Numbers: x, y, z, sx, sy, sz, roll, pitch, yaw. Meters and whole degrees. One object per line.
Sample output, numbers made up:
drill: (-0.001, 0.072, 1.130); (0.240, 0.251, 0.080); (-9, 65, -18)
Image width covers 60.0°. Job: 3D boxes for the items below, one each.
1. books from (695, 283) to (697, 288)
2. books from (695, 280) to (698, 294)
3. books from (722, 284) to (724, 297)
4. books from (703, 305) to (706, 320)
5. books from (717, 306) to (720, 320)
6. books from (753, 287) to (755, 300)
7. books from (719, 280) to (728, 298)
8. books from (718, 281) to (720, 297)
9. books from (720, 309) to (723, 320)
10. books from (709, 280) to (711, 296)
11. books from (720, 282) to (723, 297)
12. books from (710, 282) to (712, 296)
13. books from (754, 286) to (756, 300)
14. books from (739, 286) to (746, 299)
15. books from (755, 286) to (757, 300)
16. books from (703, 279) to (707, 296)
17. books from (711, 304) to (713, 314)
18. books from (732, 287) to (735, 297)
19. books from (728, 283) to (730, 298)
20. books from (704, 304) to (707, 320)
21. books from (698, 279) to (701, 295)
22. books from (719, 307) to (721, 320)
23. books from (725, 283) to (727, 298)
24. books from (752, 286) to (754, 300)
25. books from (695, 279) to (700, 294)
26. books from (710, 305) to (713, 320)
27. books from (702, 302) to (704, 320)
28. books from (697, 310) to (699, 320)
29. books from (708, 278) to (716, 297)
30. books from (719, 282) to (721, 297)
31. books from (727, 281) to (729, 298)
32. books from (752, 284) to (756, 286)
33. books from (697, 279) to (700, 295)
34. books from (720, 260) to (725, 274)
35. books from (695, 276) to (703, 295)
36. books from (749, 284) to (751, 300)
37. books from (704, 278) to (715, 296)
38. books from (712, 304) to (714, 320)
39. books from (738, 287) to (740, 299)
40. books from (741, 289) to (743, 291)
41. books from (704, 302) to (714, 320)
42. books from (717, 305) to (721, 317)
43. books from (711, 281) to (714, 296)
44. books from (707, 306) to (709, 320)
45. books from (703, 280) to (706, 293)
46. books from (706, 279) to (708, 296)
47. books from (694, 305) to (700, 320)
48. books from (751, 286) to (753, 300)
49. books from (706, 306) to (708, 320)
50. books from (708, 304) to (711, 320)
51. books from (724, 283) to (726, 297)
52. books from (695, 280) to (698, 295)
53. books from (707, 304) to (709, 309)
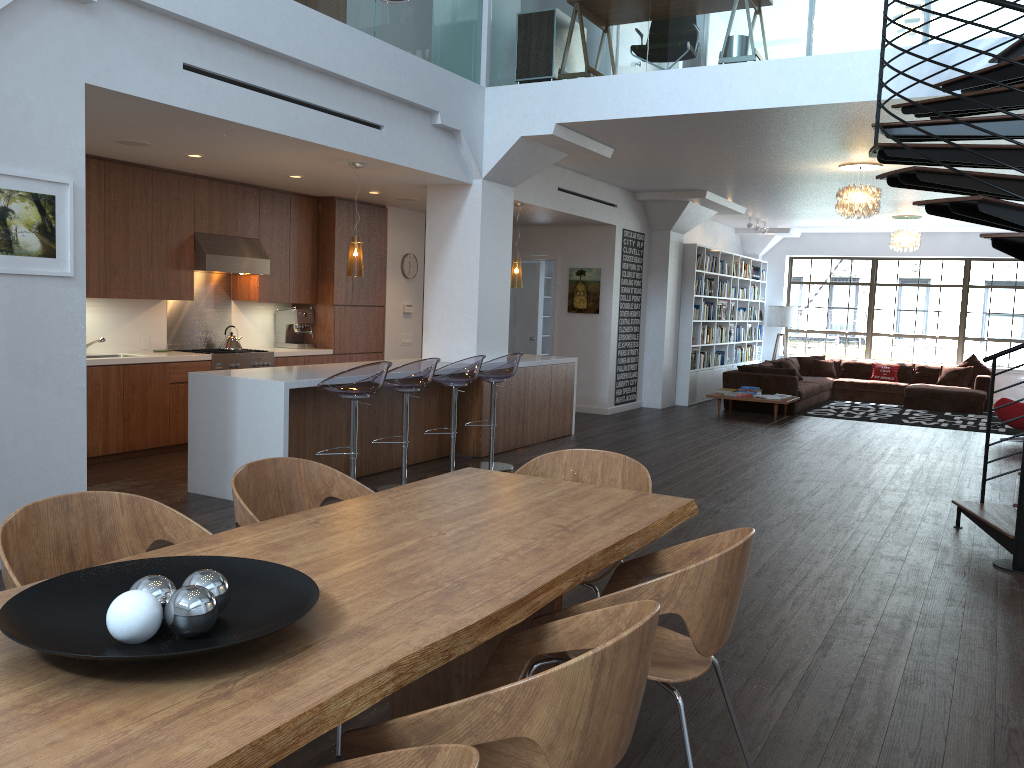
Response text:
books: (2.660, -1.426, 13.262); (0.161, 0.182, 0.170); (5, 6, 29)
books: (2.694, -1.449, 13.331); (0.161, 0.218, 0.101); (5, 6, 29)
books: (3.400, -1.541, 14.603); (0.161, 0.223, 0.026); (5, 6, 29)
books: (2.922, -1.115, 13.802); (0.174, 0.239, 0.045); (5, 6, 29)
books: (3.290, -1.161, 14.464); (0.174, 0.240, 0.054); (5, 6, 29)
books: (4.384, -1.673, 16.392); (0.174, 0.240, 0.045); (5, 6, 28)
books: (3.503, -1.588, 14.798); (0.176, 0.290, 0.053); (5, 6, 29)
books: (3.272, -1.538, 14.358); (0.182, 0.253, 0.034); (5, 6, 29)
books: (3.403, -1.158, 14.669); (0.161, 0.207, 0.135); (5, 6, 28)
books: (3.036, -1.513, 13.977); (0.183, 0.253, 0.042); (5, 6, 29)
books: (3.351, -1.549, 14.512); (0.182, 0.253, 0.034); (5, 6, 29)
books: (3.066, -1.499, 14.003); (0.161, 0.223, 0.032); (5, 6, 29)
books: (4.413, -1.681, 16.421); (0.183, 0.253, 0.034); (5, 6, 28)
books: (4.134, -1.637, 15.940); (0.140, 0.231, 0.042); (5, 6, 29)
books: (4.446, -1.689, 16.497); (0.180, 0.259, 0.060); (5, 6, 28)
books: (2.925, -1.498, 13.766); (0.183, 0.253, 0.042); (5, 6, 29)
books: (3.107, -1.145, 14.143); (0.182, 0.253, 0.034); (5, 6, 29)
books: (3.756, -1.568, 15.247); (0.139, 0.191, 0.036); (5, 6, 29)
books: (3.576, -1.576, 14.912); (0.159, 0.250, 0.026); (5, 6, 29)
books: (2.944, -1.121, 13.848); (0.170, 0.245, 0.057); (5, 6, 29)
books: (2.767, -1.470, 13.455); (0.174, 0.242, 0.105); (5, 6, 29)
books: (3.330, -1.157, 14.529); (0.161, 0.223, 0.032); (5, 6, 29)
books: (3.470, -1.558, 14.731); (0.174, 0.239, 0.045); (5, 6, 29)
books: (4.333, -1.671, 16.281); (0.183, 0.253, 0.034); (5, 6, 28)
books: (2.730, -1.461, 13.381); (0.172, 0.235, 0.112); (5, 6, 29)
books: (3.094, -1.136, 14.105); (0.174, 0.239, 0.045); (5, 6, 29)
books: (2.848, -1.129, 13.685); (0.197, 0.283, 0.065); (5, 6, 29)
books: (2.782, -1.054, 13.504); (0.106, 0.162, 0.032); (5, 6, 29)
books: (3.179, -1.547, 14.214); (0.176, 0.291, 0.053); (5, 6, 29)
books: (3.304, -1.537, 14.424); (0.174, 0.239, 0.045); (5, 6, 29)
books: (3.529, -1.589, 14.853); (0.197, 0.283, 0.065); (5, 6, 29)
books: (4.422, -1.702, 16.454); (0.176, 0.290, 0.036); (5, 6, 28)
books: (2.741, -1.467, 13.424); (0.172, 0.239, 0.093); (5, 6, 29)
books: (3.420, -1.915, 14.589); (0.140, 0.231, 0.042); (5, 6, 29)
books: (2.813, -1.498, 13.516); (0.176, 0.290, 0.053); (5, 6, 29)
books: (4.232, -1.676, 16.122); (0.198, 0.284, 0.066); (5, 6, 28)
books: (3.139, -1.542, 14.177); (0.198, 0.284, 0.049); (5, 6, 29)
books: (3.133, -1.146, 14.167); (0.182, 0.253, 0.034); (5, 6, 29)
books: (3.900, -1.592, 15.499); (0.146, 0.202, 0.027); (5, 6, 29)
books: (4.031, -1.593, 15.739); (0.109, 0.171, 0.018); (5, 6, 29)
books: (3.155, -1.169, 14.225); (0.176, 0.294, 0.102); (5, 6, 29)
books: (3.336, -1.175, 14.566); (0.183, 0.253, 0.042); (5, 6, 29)
books: (3.100, -1.512, 14.071); (0.174, 0.240, 0.054); (5, 6, 29)
books: (3.002, -1.122, 13.962); (0.167, 0.230, 0.037); (5, 6, 29)
books: (2.880, -1.483, 13.689); (0.174, 0.236, 0.142); (5, 6, 29)
books: (2.961, -1.506, 13.844); (0.180, 0.259, 0.042); (5, 6, 29)
books: (2.797, -1.093, 13.560); (0.140, 0.231, 0.042); (5, 6, 29)
books: (4.314, -1.670, 16.254); (0.183, 0.253, 0.034); (5, 6, 28)
books: (2.983, -1.113, 13.905); (0.161, 0.223, 0.027); (5, 6, 29)
books: (3.044, -1.136, 14.018); (0.182, 0.253, 0.034); (5, 6, 29)
books: (3.443, -1.558, 14.687); (0.170, 0.245, 0.057); (5, 6, 29)
books: (2.712, -1.457, 13.355); (0.152, 0.232, 0.104); (5, 6, 29)
books: (3.008, -1.136, 13.999); (0.182, 0.253, 0.034); (5, 6, 29)
